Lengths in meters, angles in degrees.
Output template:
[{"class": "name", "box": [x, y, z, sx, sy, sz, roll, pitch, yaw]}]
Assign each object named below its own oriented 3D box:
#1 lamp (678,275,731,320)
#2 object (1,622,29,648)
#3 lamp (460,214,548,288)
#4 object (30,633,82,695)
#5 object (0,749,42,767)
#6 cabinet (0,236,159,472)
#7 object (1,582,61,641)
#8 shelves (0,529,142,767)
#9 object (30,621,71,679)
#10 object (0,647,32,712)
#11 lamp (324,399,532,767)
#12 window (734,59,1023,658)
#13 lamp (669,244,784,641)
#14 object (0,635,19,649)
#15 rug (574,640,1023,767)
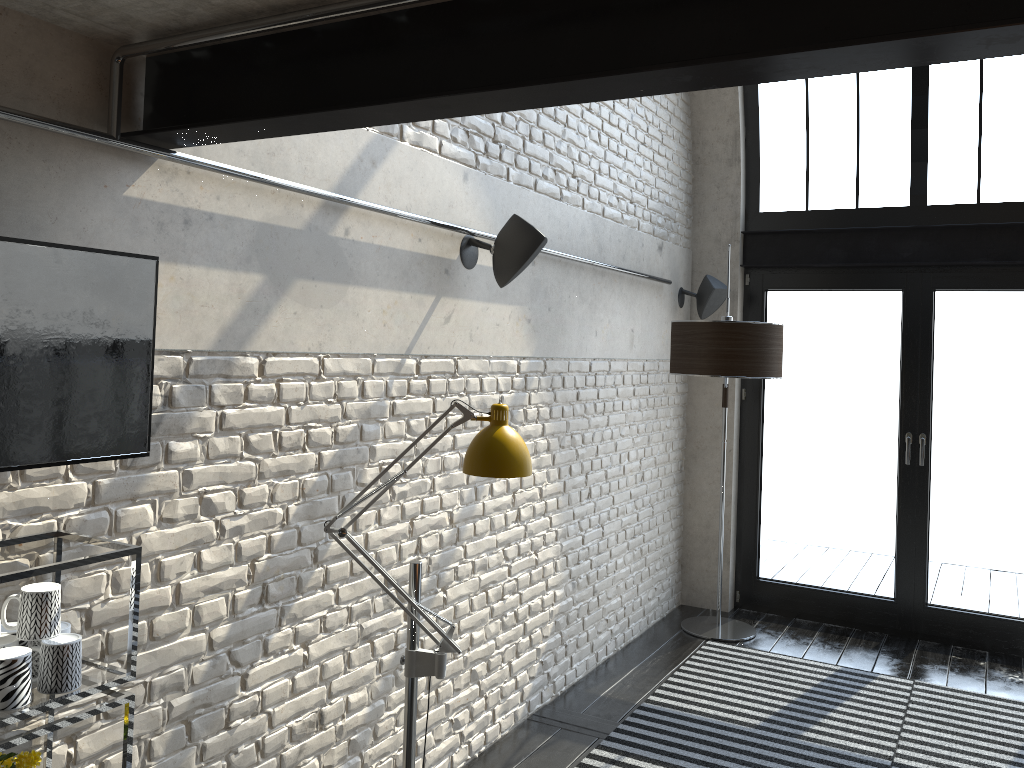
[{"class": "lamp", "box": [1.290, -0.591, 6.018, 0.177, 0.306, 0.358, 3, 0, -43]}, {"class": "object", "box": [-1.096, 0.575, 1.900, 0.108, 0.100, 0.083, 2, 0, -27]}, {"class": "lamp", "box": [-0.028, -0.543, 3.624, 0.358, 0.306, 0.177, 2, 0, 11]}, {"class": "object", "box": [-0.954, 0.582, 1.851, 0.108, 0.100, 0.083, 2, 0, 18]}, {"class": "object", "box": [-1.064, 0.853, 1.813, 0.183, 0.192, 0.175, 2, 0, 41]}, {"class": "cabinet", "box": [-1.845, -0.033, 0.247, 0.400, 0.421, 3.891, 2, 2, 29]}, {"class": "object", "box": [-1.010, 0.479, 1.874, 0.108, 0.100, 0.083, 2, 0, 18]}, {"class": "shelves", "box": [-1.254, 0.823, 1.449, 0.288, 0.927, 1.249, 2, 1, 29]}, {"class": "object", "box": [-0.993, 0.578, 1.913, 0.108, 0.100, 0.083, 3, 0, 43]}, {"class": "object", "box": [-1.010, 0.584, 1.751, 0.108, 0.100, 0.083, 2, 0, -27]}, {"class": "lamp", "box": [0.027, 0.840, 2.955, 0.631, 1.619, 1.569, 1, 0, 42]}, {"class": "window", "box": [2.874, -1.041, 4.060, 4.286, 5.498, 2.862, 2, -1, 29]}, {"class": "lamp", "box": [1.235, 0.439, 5.099, 0.557, 2.330, 1.843, 2, 0, 15]}, {"class": "object", "box": [-1.053, 0.580, 1.816, 0.108, 0.100, 0.083, 3, 0, 43]}, {"class": "rug", "box": [1.865, 1.702, 3.110, 3.405, 0.004, 3.491, 3, 3, 29]}]
